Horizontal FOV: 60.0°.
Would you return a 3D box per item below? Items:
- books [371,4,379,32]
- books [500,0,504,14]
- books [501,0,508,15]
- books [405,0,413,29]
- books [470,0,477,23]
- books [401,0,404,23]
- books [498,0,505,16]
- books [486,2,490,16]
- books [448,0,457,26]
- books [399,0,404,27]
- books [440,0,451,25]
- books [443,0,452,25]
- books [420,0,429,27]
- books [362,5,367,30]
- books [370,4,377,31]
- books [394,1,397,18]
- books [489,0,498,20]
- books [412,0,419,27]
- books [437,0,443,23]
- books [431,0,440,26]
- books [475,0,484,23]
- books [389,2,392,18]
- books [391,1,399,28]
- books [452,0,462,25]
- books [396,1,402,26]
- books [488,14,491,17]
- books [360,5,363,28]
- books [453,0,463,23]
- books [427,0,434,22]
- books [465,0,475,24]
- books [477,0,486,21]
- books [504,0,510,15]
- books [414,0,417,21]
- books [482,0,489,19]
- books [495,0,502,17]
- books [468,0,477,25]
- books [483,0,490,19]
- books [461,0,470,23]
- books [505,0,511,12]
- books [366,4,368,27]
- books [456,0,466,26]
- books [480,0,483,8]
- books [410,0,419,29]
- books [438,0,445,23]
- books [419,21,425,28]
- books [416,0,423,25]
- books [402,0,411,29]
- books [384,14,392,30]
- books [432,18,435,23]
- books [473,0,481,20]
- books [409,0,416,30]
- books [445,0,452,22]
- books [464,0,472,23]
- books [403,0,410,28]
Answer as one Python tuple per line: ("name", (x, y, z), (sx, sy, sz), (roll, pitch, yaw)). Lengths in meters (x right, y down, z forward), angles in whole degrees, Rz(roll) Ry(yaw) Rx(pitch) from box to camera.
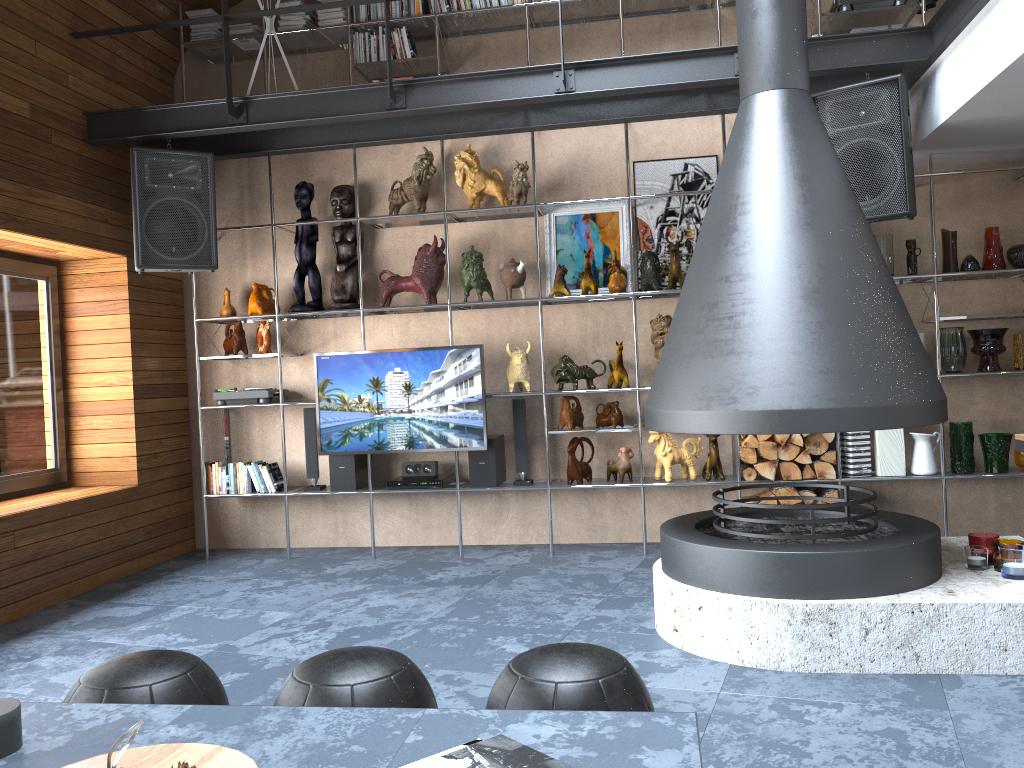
("books", (-0.871, -2.364, 5.648), (0.010, 0.208, 0.130), (-3, 0, 9))
("books", (-0.068, -2.385, 5.502), (0.039, 0.176, 0.112), (-3, 0, 9))
("books", (-0.061, -2.412, 5.501), (0.057, 0.230, 0.122), (-3, 0, 9))
("books", (-0.650, -2.374, 5.615), (0.018, 0.206, 0.148), (-3, 0, 9))
("books", (-0.247, -2.379, 5.578), (0.042, 0.180, 0.131), (-3, 0, 9))
("books", (-0.681, -2.358, 5.625), (0.009, 0.176, 0.128), (-3, 0, 9))
("books", (-0.079, -2.384, 5.495), (0.041, 0.174, 0.111), (-3, 0, 9))
("books", (-0.159, -2.406, 5.551), (0.046, 0.217, 0.177), (-3, 0, 9))
("books", (-0.377, -2.400, 5.602), (0.062, 0.236, 0.143), (-3, 0, 9))
("books", (-0.691, -2.377, 5.643), (0.014, 0.213, 0.136), (-3, 0, 9))
("books", (-0.430, -2.390, 5.572), (0.055, 0.221, 0.141), (-3, 0, 9))
("books", (-0.416, -2.397, 5.569), (0.053, 0.233, 0.148), (-3, 0, 9))
("books", (-0.558, -2.399, 5.594), (0.018, 0.247, 0.131), (-3, 0, 9))
("books", (-0.930, -2.385, 5.700), (0.012, 0.251, 0.192), (-3, 0, 9))
("books", (-0.879, -2.364, 5.661), (0.010, 0.206, 0.130), (-3, 0, 9))
("books", (-0.719, -2.372, 5.642), (0.014, 0.206, 0.148), (-3, 0, 9))
("books", (-0.130, -2.406, 5.533), (0.055, 0.222, 0.161), (-3, 0, 9))
("books", (-0.607, -2.389, 5.599), (0.010, 0.231, 0.129), (-3, 0, 9))
("books", (-0.459, -2.395, 5.590), (0.053, 0.233, 0.148), (-3, 0, 9))
("books", (-0.487, -2.384, 5.584), (0.051, 0.212, 0.136), (-3, 0, 9))
("books", (-0.216, -2.400, 5.553), (0.048, 0.217, 0.164), (-3, 0, 9))
("books", (-0.758, -2.366, 5.635), (0.019, 0.199, 0.143), (-3, 0, 9))
("books", (-0.737, -2.388, 5.643), (0.023, 0.240, 0.146), (-3, 0, 9))
("books", (-0.357, -2.386, 5.598), (0.049, 0.205, 0.149), (-3, 0, 9))
("books", (-0.706, -2.386, 5.634), (0.013, 0.234, 0.148), (-3, 0, 9))
("books", (-0.163, -2.380, 5.518), (0.042, 0.166, 0.115), (-3, 0, 9))
("books", (-0.943, -2.386, 5.697), (0.012, 0.255, 0.191), (-3, 0, 9))
("books", (-0.349, -2.401, 5.580), (0.053, 0.233, 0.148), (-3, 0, 9))
("books", (-0.505, -2.386, 5.585), (0.058, 0.219, 0.133), (-3, 0, 9))
("books", (-0.272, -2.390, 5.591), (0.049, 0.205, 0.149), (-3, 0, 9))
("books", (-0.206, -2.400, 5.553), (0.047, 0.218, 0.171), (-3, 0, 9))
("books", (-0.046, -2.397, 5.491), (0.043, 0.197, 0.111), (-3, 0, 9))
("books", (-0.593, -2.365, 5.605), (0.014, 0.181, 0.131), (-3, 0, 9))
("books", (-0.178, -2.392, 5.526), (0.046, 0.200, 0.127), (-3, 0, 9))
("books", (-0.098, -2.395, 5.506), (0.043, 0.197, 0.111), (-3, 0, 9))
("books", (-0.262, -2.405, 5.597), (0.053, 0.233, 0.148), (-3, 0, 9))
("books", (-0.163, -2.379, 5.519), (0.044, 0.171, 0.119), (-3, 0, 9))
("books", (-0.302, -2.403, 5.573), (0.053, 0.233, 0.148), (-3, 0, 9))
("books", (-0.034, -2.387, 5.492), (0.039, 0.176, 0.112), (-3, 0, 9))
("books", (-0.908, -2.377, 5.684), (0.013, 0.234, 0.148), (-3, 0, 9))
("books", (-0.324, -2.385, 5.592), (0.057, 0.201, 0.139), (-3, 0, 9))
("books", (-0.190, -2.392, 5.521), (0.046, 0.200, 0.127), (-3, 0, 9))
("books", (-0.620, -2.380, 5.620), (0.016, 0.216, 0.115), (-3, 0, 9))
("books", (-0.443, -2.381, 5.581), (0.051, 0.203, 0.130), (-3, 0, 9))
("books", (-0.576, -2.377, 5.605), (0.019, 0.199, 0.127), (-3, 0, 9))
("books", (-0.576, -2.376, 5.605), (0.021, 0.203, 0.129), (-3, 0, 9))
("books", (-0.671, -2.386, 5.627), (0.010, 0.231, 0.129), (-3, 0, 9))
("books", (-0.787, -2.382, 5.637), (0.013, 0.234, 0.148), (-3, 0, 9))
("books", (-0.505, -2.385, 5.585), (0.057, 0.218, 0.129), (-3, 0, 9))
("books", (-0.228, -2.390, 5.538), (0.046, 0.200, 0.127), (-3, 0, 9))
("books", (-0.632, -2.376, 5.631), (0.010, 0.206, 0.130), (-3, 0, 9))
("books", (-0.398, -2.384, 5.565), (0.053, 0.206, 0.148), (-3, 0, 9))
("books", (-0.282, -2.378, 5.586), (0.042, 0.180, 0.131), (-3, 0, 9))
("books", (-0.664, -2.373, 5.610), (0.010, 0.208, 0.130), (-3, 0, 9))
